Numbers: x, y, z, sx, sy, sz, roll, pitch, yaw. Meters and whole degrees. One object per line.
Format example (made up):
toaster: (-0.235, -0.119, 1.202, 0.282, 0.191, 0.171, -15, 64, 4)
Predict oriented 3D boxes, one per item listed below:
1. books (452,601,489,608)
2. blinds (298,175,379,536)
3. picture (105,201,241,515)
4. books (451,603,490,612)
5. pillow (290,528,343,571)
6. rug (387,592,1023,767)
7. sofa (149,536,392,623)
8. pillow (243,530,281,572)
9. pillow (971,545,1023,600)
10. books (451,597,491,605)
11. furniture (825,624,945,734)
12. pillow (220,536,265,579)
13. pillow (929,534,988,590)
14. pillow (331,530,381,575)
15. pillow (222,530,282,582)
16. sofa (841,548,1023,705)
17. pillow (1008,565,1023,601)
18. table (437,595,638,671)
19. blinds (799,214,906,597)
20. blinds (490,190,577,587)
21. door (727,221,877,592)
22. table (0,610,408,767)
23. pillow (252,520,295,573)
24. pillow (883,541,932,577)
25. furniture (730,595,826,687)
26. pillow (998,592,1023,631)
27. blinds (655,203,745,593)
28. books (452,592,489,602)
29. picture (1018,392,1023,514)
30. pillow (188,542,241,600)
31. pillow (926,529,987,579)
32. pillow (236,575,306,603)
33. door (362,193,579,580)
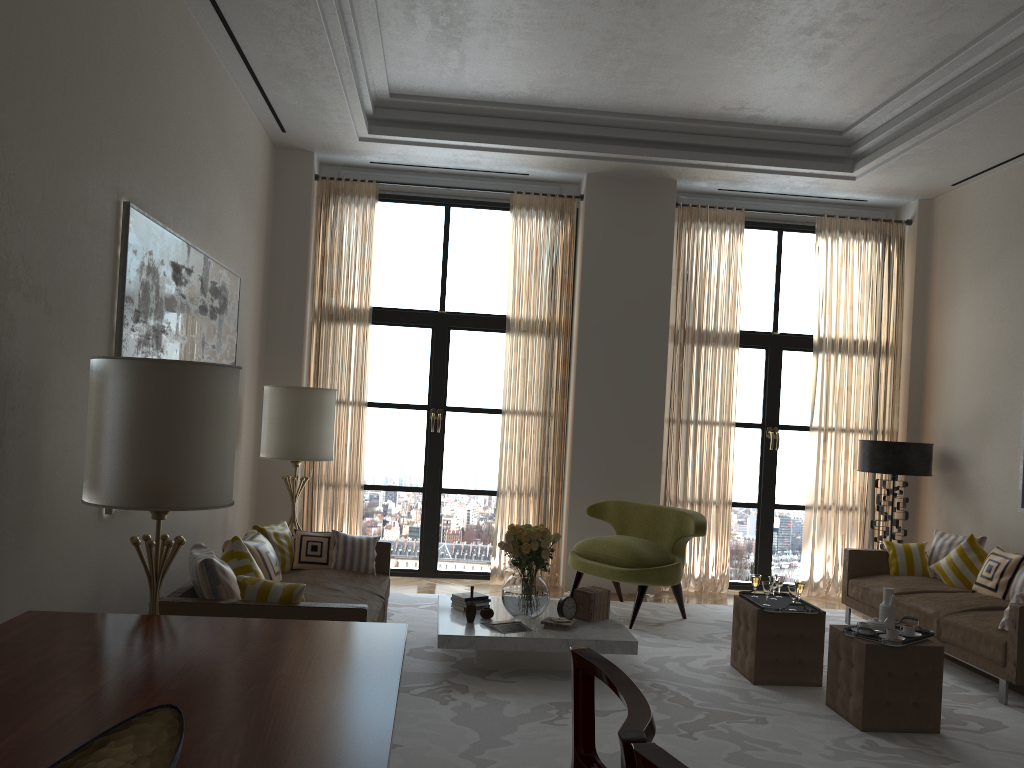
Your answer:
books: (-0.371, 1.941, 7.867, 0.263, 0.024, 0.207, 5, -3, -42)
blinds: (-2.104, -0.033, 10.762, 0.780, 4.885, 0.419, 3, -1, -2)
picture: (-2.622, -0.116, 7.168, 0.045, 1.998, 3.062, 3, -2, -4)
books: (-0.370, 1.971, 7.879, 0.281, 0.035, 0.207, 5, -3, -38)
pillow: (-1.816, 1.559, 8.188, 0.464, 0.412, 0.304, 3, -1, -7)
rug: (1.423, 2.383, 7.396, 5.518, 0.065, 5.734, 3, -2, -5)
sofa: (-1.705, 1.828, 6.984, 1.351, 0.819, 2.980, 3, -2, -5)
pillow: (-2.076, 1.510, 7.205, 0.371, 0.565, 0.660, 3, -1, -9)
pillow: (4.757, 1.871, 8.569, 0.403, 0.547, 0.617, 3, -1, -1)
books: (-0.368, 1.917, 7.881, 0.281, 0.024, 0.229, 5, -3, -40)
furniture: (2.711, 2.144, 6.484, 0.613, 0.616, 0.614, 3, -1, -5)
pillow: (-1.907, 1.381, 6.268, 0.766, 0.617, 0.356, 2, -1, 39)
pillow: (4.687, 1.849, 9.134, 0.766, 0.617, 0.356, 2, -1, 39)
pillow: (-1.449, 1.575, 8.183, 0.498, 0.428, 0.327, 4, -1, -17)
pillow: (-1.982, 1.438, 6.831, 0.403, 0.547, 0.617, 3, -1, -1)
sofa: (4.440, 2.218, 8.410, 1.351, 0.819, 2.980, 3, -2, -5)
pillow: (4.845, 1.926, 8.194, 0.371, 0.565, 0.660, 3, -1, -9)
table: (0.142, 2.188, 7.699, 1.584, 0.343, 1.501, 3, -2, -5)
blinds: (4.332, 0.333, 11.300, 1.242, 4.873, 0.418, 3, -1, -3)
blinds: (0.277, 0.099, 10.961, 0.874, 4.873, 0.418, 3, -1, -2)
door: (3.370, 0.298, 11.445, 3.086, 4.766, 0.240, 3, -1, -5)
table: (-1.277, 1.580, 2.400, 1.800, 1.027, 3.802, 3, -2, -5)
pillow: (-2.139, 1.505, 8.072, 0.296, 0.475, 0.516, 3, -1, 17)
pillow: (4.321, 1.927, 9.651, 0.482, 0.433, 0.318, 3, -1, 5)
furniture: (2.231, 2.156, 7.478, 0.613, 0.616, 0.614, 3, -1, -5)
pillow: (4.218, 1.848, 7.217, 0.498, 0.428, 0.327, 4, -1, -17)
blinds: (2.365, 0.219, 11.137, 0.960, 4.873, 0.419, 3, -1, -3)
books: (-0.372, 1.889, 7.872, 0.260, 0.030, 0.207, 5, -3, -38)
picture: (5.305, 0.526, 7.831, 0.080, 1.480, 2.267, 3, -2, -6)
pillow: (-1.953, 1.380, 5.865, 0.355, 0.576, 0.623, 4, -1, -26)
pillow: (4.731, 1.883, 9.536, 0.355, 0.576, 0.623, 4, -1, -26)
pillow: (-1.550, 1.459, 5.748, 0.482, 0.433, 0.318, 3, -1, 5)
door: (-0.904, 0.051, 11.088, 3.258, 4.766, 0.240, 3, -1, -5)
